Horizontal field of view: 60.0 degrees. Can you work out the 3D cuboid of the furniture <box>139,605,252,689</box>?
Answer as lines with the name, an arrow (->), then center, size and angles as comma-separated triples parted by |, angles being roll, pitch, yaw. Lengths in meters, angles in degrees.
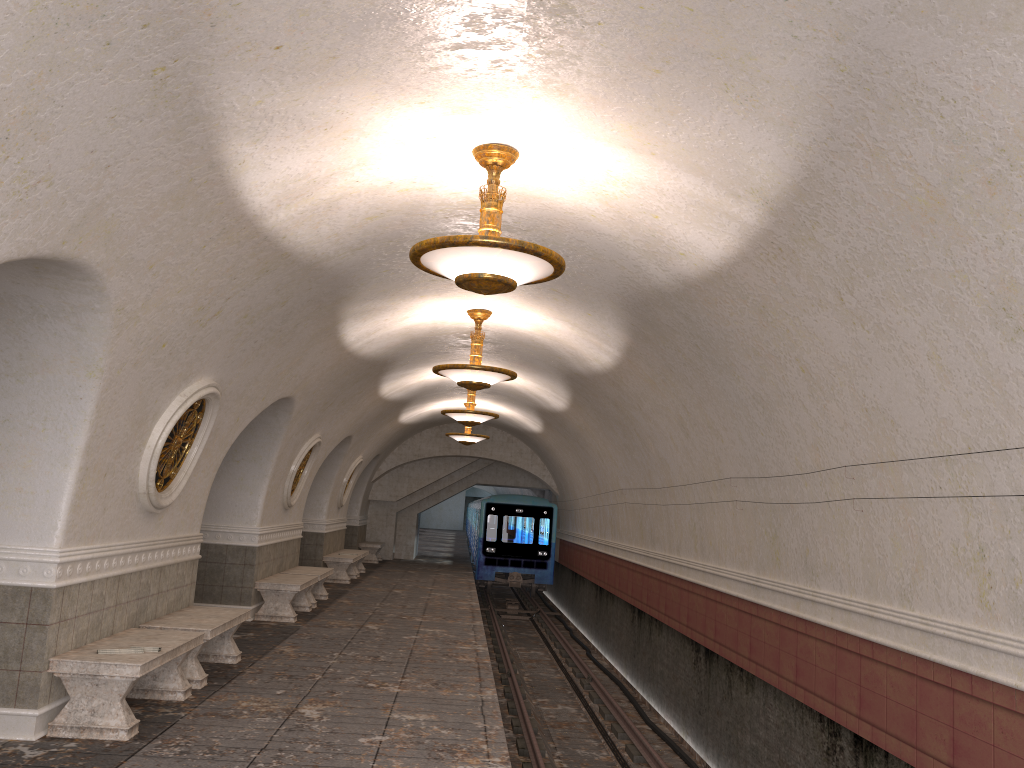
furniture -> -2.947, 2.434, 8.298 | 0.613, 0.508, 1.509 | 4, -8, -3

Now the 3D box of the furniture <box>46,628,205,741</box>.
furniture -> -2.849, 2.206, 6.635 | 0.613, 0.508, 1.509 | 4, -8, -3

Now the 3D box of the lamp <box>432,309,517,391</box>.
lamp -> -0.422, -0.387, 10.534 | 1.008, 0.955, 1.008 | 2, -8, 13

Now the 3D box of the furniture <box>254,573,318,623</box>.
furniture -> -3.200, 3.023, 12.590 | 0.613, 0.508, 1.509 | 4, -8, -3

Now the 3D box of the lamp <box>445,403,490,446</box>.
lamp -> -0.987, 0.923, 20.086 | 1.008, 0.955, 1.008 | -3, -11, 43

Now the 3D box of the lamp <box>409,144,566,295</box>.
lamp -> -0.140, -1.043, 5.757 | 1.008, 0.955, 1.008 | 7, -8, -19

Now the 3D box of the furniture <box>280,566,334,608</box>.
furniture -> -3.299, 3.251, 14.253 | 0.613, 0.508, 1.509 | 4, -8, -3

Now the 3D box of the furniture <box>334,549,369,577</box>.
furniture -> -3.647, 4.060, 20.150 | 0.613, 0.508, 1.509 | 4, -8, -3

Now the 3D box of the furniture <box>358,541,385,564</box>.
furniture -> -3.917, 4.687, 24.720 | 0.613, 0.508, 1.509 | 4, -8, -3

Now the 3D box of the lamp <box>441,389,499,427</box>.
lamp -> -0.704, 0.268, 15.310 | 1.008, 0.955, 1.008 | 2, -8, 13

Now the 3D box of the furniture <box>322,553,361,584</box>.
furniture -> -3.549, 3.832, 18.487 | 0.613, 0.508, 1.509 | 4, -8, -3
